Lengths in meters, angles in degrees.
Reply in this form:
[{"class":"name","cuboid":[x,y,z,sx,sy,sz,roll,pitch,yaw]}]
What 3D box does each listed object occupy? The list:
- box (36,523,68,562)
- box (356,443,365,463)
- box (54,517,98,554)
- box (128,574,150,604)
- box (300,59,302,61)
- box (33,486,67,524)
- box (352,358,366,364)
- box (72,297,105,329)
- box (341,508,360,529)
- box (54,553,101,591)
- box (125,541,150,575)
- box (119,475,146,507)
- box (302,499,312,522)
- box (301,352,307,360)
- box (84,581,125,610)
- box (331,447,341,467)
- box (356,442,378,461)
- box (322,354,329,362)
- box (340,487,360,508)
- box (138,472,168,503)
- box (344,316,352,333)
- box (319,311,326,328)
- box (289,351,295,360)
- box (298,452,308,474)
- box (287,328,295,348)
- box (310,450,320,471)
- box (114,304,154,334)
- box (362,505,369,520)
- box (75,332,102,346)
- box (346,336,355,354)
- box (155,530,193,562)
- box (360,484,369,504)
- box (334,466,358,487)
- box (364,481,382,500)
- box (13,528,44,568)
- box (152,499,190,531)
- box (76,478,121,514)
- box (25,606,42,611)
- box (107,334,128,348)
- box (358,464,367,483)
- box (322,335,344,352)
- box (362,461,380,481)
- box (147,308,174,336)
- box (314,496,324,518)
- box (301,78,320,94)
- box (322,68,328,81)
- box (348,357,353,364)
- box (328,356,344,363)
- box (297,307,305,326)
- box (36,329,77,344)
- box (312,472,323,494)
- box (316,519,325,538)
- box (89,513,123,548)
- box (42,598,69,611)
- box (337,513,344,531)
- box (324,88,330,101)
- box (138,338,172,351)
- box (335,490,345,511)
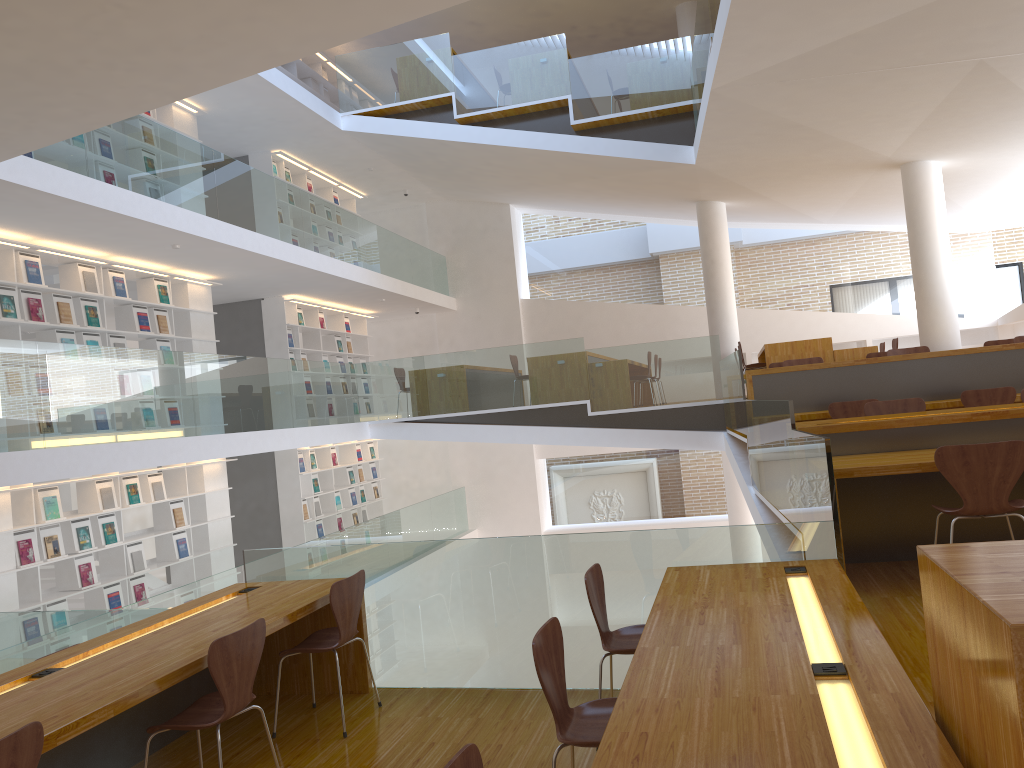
[{"class":"box","cuboid":[-4.088,1.385,7.739,0.274,0.296,0.245,-6,-2,14]},{"class":"box","cuboid":[-2.544,1.113,14.225,0.274,0.296,0.245,-6,-2,14]},{"class":"box","cuboid":[-3.989,1.379,8.083,0.274,0.296,0.245,-6,-2,14]},{"class":"box","cuboid":[-3.751,2.046,8.756,0.274,0.296,0.245,-6,-2,14]},{"class":"box","cuboid":[-3.353,-4.987,13.526,0.274,0.296,0.245,-6,-2,14]},{"class":"box","cuboid":[-4.107,1.056,7.747,0.274,0.296,0.245,-6,-2,14]},{"class":"box","cuboid":[-2.550,-0.281,14.779,0.274,0.296,0.245,-6,-2,14]},{"class":"box","cuboid":[-4.102,-0.661,8.484,0.274,0.296,0.245,-6,-2,14]},{"class":"box","cuboid":[-2.534,2.091,13.856,0.274,0.296,0.245,-6,-2,14]},{"class":"box","cuboid":[-3.956,1.706,8.078,0.274,0.296,0.245,-6,-2,14]},{"class":"box","cuboid":[-3.784,1.719,8.761,0.274,0.296,0.245,-6,-2,14]},{"class":"box","cuboid":[-3.843,1.065,8.797,0.274,0.296,0.245,-6,-2,14]},{"class":"box","cuboid":[-2.962,1.752,12.290,0.274,0.296,0.245,-6,-2,14]},{"class":"box","cuboid":[-3.068,-0.296,12.719,0.274,0.296,0.245,-6,-2,14]},{"class":"box","cuboid":[-3.842,2.043,8.393,0.274,0.296,0.245,-6,-2,14]},{"class":"box","cuboid":[-2.766,1.105,13.330,0.274,0.296,0.245,-6,-2,14]},{"class":"box","cuboid":[-2.416,1.117,14.734,0.274,0.296,0.245,-6,-2,14]},{"class":"box","cuboid":[-2.898,-0.291,13.397,0.274,0.296,0.245,-6,-2,14]},{"class":"box","cuboid":[-2.569,1.764,13.853,0.274,0.296,0.245,-6,-2,14]},{"class":"box","cuboid":[-4.414,2.776,5.779,0.498,3.764,7.125,-6,-2,14]},{"class":"box","cuboid":[-2.741,-0.937,14.290,0.274,0.296,0.245,-6,-2,14]},{"class":"box","cuboid":[-2.964,-0.946,13.396,0.274,0.296,0.245,-6,-2,14]},{"class":"box","cuboid":[-3.159,-0.299,12.355,0.274,0.296,0.245,-6,-2,14]},{"class":"box","cuboid":[-3.024,1.101,12.312,0.274,0.296,0.245,-6,-2,14]},{"class":"box","cuboid":[-3.192,-0.626,12.359,0.274,0.296,0.245,-6,-2,14]},{"class":"box","cuboid":[-2.934,1.101,12.673,0.274,0.296,0.245,-6,-2,14]},{"class":"box","cuboid":[-3.920,-0.659,9.209,0.274,0.296,0.245,-6,-2,14]},{"class":"box","cuboid":[-2.447,2.094,14.203,0.274,0.296,0.245,-6,-2,14]},{"class":"box","cuboid":[-4.071,-0.334,8.469,0.274,0.296,0.245,-6,-2,14]},{"class":"box","cuboid":[-2.710,-0.611,14.280,0.274,0.296,0.245,-6,-2,14]},{"class":"box","cuboid":[-3.607,1.724,9.464,0.274,0.296,0.245,-6,-2,14]},{"class":"box","cuboid":[-2.483,1.766,14.194,0.274,0.296,0.245,-6,-2,14]},{"class":"box","cuboid":[-2.600,1.438,13.863,0.274,0.296,0.245,-6,-2,14]},{"class":"box","cuboid":[-2.349,1.770,14.727,0.274,0.296,0.245,-6,-2,14]},{"class":"box","cuboid":[-4.150,1.380,7.441,0.274,0.296,0.245,-6,-2,14]},{"class":"box","cuboid":[-3.639,1.397,9.473,0.274,0.296,0.245,-6,-2,14]},{"class":"box","cuboid":[-3.934,1.062,8.435,0.274,0.296,0.245,-6,-2,14]},{"class":"box","cuboid":[-4.086,2.035,7.424,0.274,0.296,0.245,-6,-2,14]},{"class":"box","cuboid":[-3.981,-0.332,8.827,0.274,0.296,0.245,-6,-2,14]},{"class":"box","cuboid":[-2.512,1.439,14.214,0.274,0.296,0.245,-6,-2,14]},{"class":"box","cuboid":[-2.798,-0.613,13.929,0.274,0.296,0.245,-6,-2,14]},{"class":"box","cuboid":[-2.384,1.443,14.724,0.274,0.296,0.245,-6,-2,14]},{"class":"box","cuboid":[-3.837,-0.653,9.538,0.274,0.296,0.245,-6,-2,14]},{"class":"box","cuboid":[-2.870,1.754,12.654,0.274,0.296,0.245,-6,-2,14]},{"class":"box","cuboid":[-3.187,-4.654,14.058,0.274,0.296,0.245,-6,-2,14]},{"class":"box","cuboid":[-3.131,-4.978,14.420,0.274,0.296,0.245,-6,-2,14]},{"class":"box","cuboid":[-2.681,-0.284,14.260,0.274,0.296,0.245,-6,-2,14]},{"class":"box","cuboid":[-2.767,-0.286,13.919,0.274,0.296,0.245,-6,-2,14]},{"class":"box","cuboid":[-3.131,-0.949,12.739,0.274,0.296,0.245,-6,-2,14]},{"class":"box","cuboid":[-4.154,-0.337,8.140,0.274,0.296,0.245,-6,-2,14]},{"class":"box","cuboid":[-2.897,1.423,12.686,0.274,0.296,0.245,-6,-2,14]},{"class":"box","cuboid":[-2.829,2.082,12.681,0.274,0.296,0.245,-6,-2,14]},{"class":"box","cuboid":[-3.904,1.389,8.418,0.274,0.296,0.245,-6,-2,14]},{"class":"box","cuboid":[-4.014,2.038,7.711,0.274,0.296,0.245,-6,-2,14]},{"class":"box","cuboid":[-2.672,2.087,13.307,0.274,0.296,0.245,-6,-2,14]},{"class":"box","cuboid":[-3.099,-4.652,14.409,0.274,0.296,0.245,-6,-2,14]},{"class":"box","cuboid":[-3.805,-0.326,9.529,0.274,0.296,0.245,-6,-2,14]},{"class":"box","cuboid":[-2.700,1.760,13.331,0.274,0.296,0.245,-6,-2,14]}]
